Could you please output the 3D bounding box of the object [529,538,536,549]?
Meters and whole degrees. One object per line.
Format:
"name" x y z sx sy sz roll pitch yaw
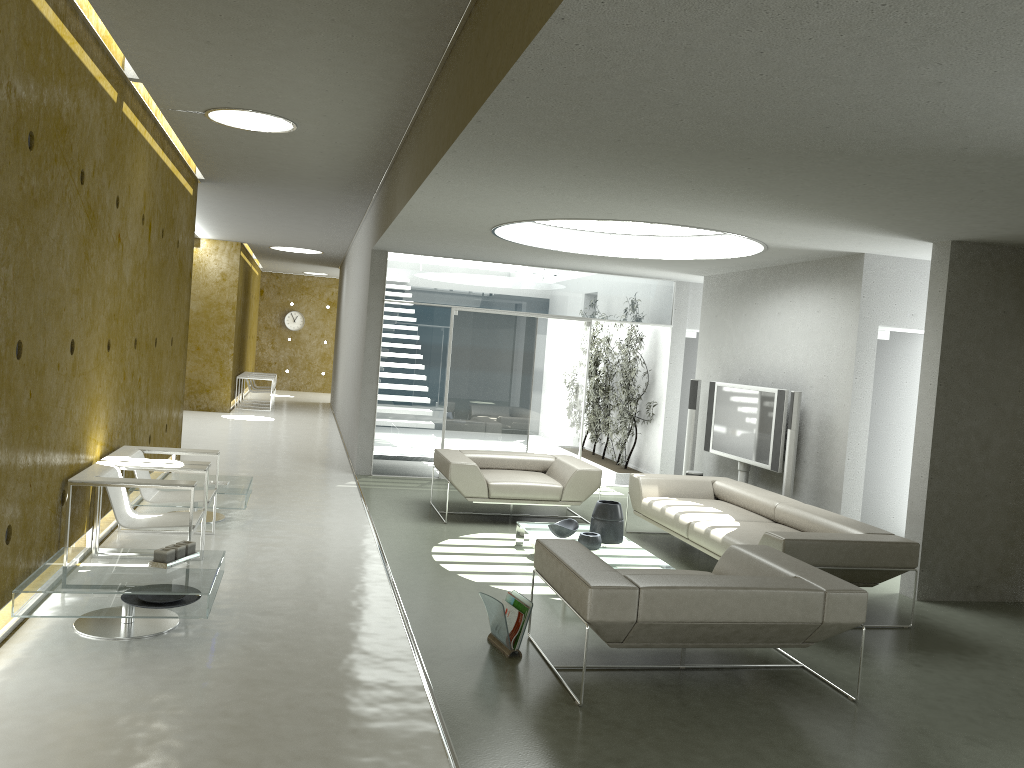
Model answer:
"object" 0.325 1.334 7.128 0.387 0.124 0.387 3 3 -41

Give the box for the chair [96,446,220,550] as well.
"chair" -2.589 0.853 6.556 0.710 0.667 0.800 4 2 -13

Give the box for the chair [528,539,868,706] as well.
"chair" 0.939 1.240 4.784 1.481 0.583 1.039 4 2 -13

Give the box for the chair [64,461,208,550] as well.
"chair" -2.395 0.900 5.723 0.710 0.667 0.800 4 2 -13

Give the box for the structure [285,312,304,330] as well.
"structure" -6.119 -1.774 24.960 0.547 0.539 0.016 4 2 -13

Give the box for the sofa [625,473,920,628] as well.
"sofa" 1.882 1.223 7.134 1.037 0.585 2.791 4 2 -13

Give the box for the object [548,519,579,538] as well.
"object" 0.403 1.144 6.982 0.223 0.125 0.317 5 2 23

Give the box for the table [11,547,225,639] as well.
"table" -2.068 1.145 4.793 0.900 0.300 0.900 4 2 -13

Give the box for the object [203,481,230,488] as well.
"object" -2.490 0.846 7.473 0.197 0.029 0.189 4 2 -13

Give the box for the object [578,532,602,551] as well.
"object" 0.581 1.177 6.630 0.177 0.113 0.177 3 3 -33

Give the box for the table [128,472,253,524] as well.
"table" -2.711 0.990 7.564 0.900 0.300 0.900 4 2 -13

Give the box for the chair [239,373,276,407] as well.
"chair" -5.549 0.138 19.312 0.710 0.667 0.800 4 2 -13

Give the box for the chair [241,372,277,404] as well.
"chair" -5.743 0.091 20.145 0.710 0.667 0.800 4 2 -13

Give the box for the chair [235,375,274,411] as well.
"chair" -5.356 0.185 18.479 0.710 0.667 0.800 4 2 -13

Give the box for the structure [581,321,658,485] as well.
"structure" 1.312 -0.052 13.116 0.646 2.589 3.371 4 2 -14

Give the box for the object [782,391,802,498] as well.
"object" 2.491 0.797 7.959 0.310 1.469 0.310 3 3 -36

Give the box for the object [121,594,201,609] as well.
"object" -1.839 1.125 4.655 0.394 0.027 0.394 3 2 -30

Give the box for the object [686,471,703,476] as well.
"object" 1.989 1.195 9.766 0.175 0.461 0.185 4 2 -19

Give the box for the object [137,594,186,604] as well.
"object" -1.839 1.122 4.655 0.239 0.027 0.239 5 2 4

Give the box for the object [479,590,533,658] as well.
"object" -0.046 1.308 4.870 0.216 0.288 0.329 4 2 -23

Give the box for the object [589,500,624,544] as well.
"object" 0.747 1.079 6.955 0.265 0.309 0.265 3 3 -30

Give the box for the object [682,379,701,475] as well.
"object" 2.050 0.679 10.151 0.310 1.469 0.310 5 2 14

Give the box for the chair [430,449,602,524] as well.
"chair" 0.014 1.017 8.771 1.481 0.583 1.039 4 2 -13

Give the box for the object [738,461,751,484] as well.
"object" 2.282 1.132 9.051 0.323 0.689 0.882 4 2 -13

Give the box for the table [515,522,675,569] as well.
"table" 0.586 1.327 6.844 0.790 0.200 1.500 4 2 -13

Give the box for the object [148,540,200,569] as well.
"object" -1.898 0.952 4.999 0.118 0.097 0.326 5 2 12

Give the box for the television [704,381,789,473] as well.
"television" 2.392 0.403 9.036 0.127 0.781 1.603 4 2 -13
